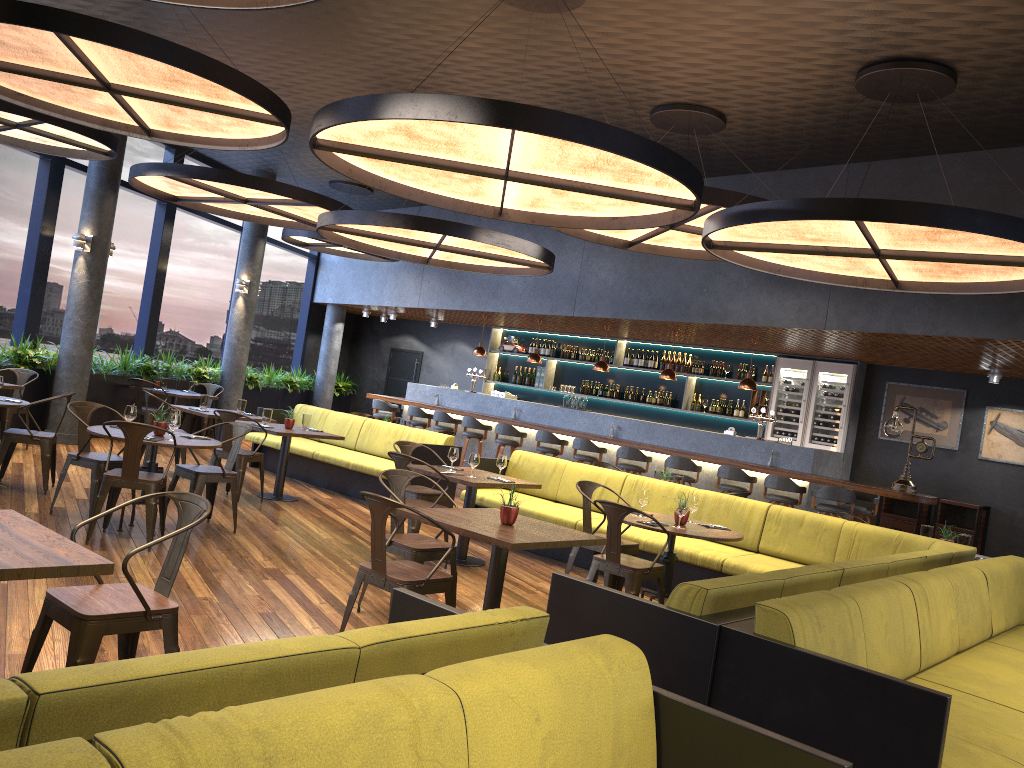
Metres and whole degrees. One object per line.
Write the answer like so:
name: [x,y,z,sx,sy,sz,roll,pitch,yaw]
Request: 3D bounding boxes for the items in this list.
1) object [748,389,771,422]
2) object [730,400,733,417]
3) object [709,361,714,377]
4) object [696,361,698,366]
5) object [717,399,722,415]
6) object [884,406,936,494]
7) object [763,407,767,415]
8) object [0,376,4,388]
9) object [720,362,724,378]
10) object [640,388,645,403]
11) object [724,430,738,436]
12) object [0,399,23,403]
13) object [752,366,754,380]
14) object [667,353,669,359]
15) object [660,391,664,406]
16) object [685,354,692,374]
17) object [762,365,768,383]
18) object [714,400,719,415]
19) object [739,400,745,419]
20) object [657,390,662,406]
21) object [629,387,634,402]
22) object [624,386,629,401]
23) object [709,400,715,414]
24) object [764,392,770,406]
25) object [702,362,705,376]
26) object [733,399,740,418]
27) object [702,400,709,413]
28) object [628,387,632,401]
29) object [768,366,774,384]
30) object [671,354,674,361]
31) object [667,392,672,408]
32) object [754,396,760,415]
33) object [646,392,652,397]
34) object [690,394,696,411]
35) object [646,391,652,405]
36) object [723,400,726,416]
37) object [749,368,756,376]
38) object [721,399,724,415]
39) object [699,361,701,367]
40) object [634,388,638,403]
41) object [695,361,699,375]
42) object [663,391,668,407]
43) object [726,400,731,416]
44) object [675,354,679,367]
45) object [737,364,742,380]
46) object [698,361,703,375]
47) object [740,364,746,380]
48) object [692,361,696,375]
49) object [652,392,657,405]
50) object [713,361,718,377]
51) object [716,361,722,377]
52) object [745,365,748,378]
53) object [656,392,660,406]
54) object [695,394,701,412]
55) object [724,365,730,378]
object: [3.786,0.325,13.453,0.300,0.475,0.161,9,0,40]
object: [3.417,0.383,13.853,0.063,0.254,0.063,9,0,-42]
object: [3.160,-0.242,13.987,0.063,0.254,0.063,9,0,38]
object: [2.960,-0.257,14.253,0.056,0.227,0.056,8,0,42]
object: [3.244,0.356,13.821,0.063,0.254,0.063,8,0,43]
object: [4.399,0.725,9.867,0.566,0.944,0.263,9,0,33]
object: [3.824,0.455,13.406,0.097,0.206,0.097,9,0,-9]
object: [-4.658,0.029,8.021,0.097,0.206,0.097,9,0,-45]
object: [3.316,-0.218,13.986,0.063,0.254,0.063,9,0,28]
object: [2.199,0.201,14.916,0.063,0.254,0.063,9,0,-2]
object: [3.392,0.980,13.751,0.310,0.492,0.204,9,0,41]
object: [-4.525,0.144,7.931,0.255,0.019,0.157,9,0,-18]
object: [3.715,-0.157,13.707,0.063,0.254,0.063,9,0,-42]
object: [2.576,-0.368,14.637,0.084,0.330,0.084,9,0,-43]
object: [2.480,0.242,14.609,0.063,0.254,0.063,9,0,-22]
object: [2.881,-0.322,14.415,0.084,0.330,0.084,9,0,-43]
object: [3.863,-0.149,13.490,0.079,0.281,0.079,9,0,-41]
object: [3.230,0.370,13.997,0.088,0.224,0.088,9,0,35]
object: [3.560,0.389,13.675,0.079,0.281,0.079,9,0,34]
object: [2.419,0.232,14.535,0.063,0.254,0.063,9,0,33]
object: [2.014,0.172,14.921,0.063,0.254,0.063,9,0,-12]
object: [1.939,0.160,14.987,0.063,0.254,0.063,9,0,13]
object: [3.148,0.357,13.923,0.088,0.224,0.088,9,0,10]
object: [3.860,0.224,13.408,0.097,0.206,0.097,9,0,-9]
object: [3.051,-0.244,14.174,0.056,0.227,0.056,8,0,42]
object: [3.490,0.379,13.736,0.079,0.281,0.079,9,0,14]
object: [3.056,0.352,14.035,0.097,0.206,0.097,9,0,9]
object: [2.011,0.172,15.069,0.063,0.254,0.063,9,0,28]
object: [3.935,-0.138,13.429,0.079,0.281,0.079,9,0,9]
object: [2.646,-0.358,14.573,0.084,0.330,0.084,9,0,-43]
object: [2.594,0.259,14.556,0.063,0.254,0.063,9,0,13]
object: [3.727,0.362,13.500,0.091,0.369,0.092,9,0,10]
object: [2.297,0.239,14.862,0.097,0.206,0.097,9,0,-18]
object: [2.918,0.294,14.232,0.079,0.281,0.079,8,0,44]
object: [2.285,0.228,14.728,0.088,0.224,0.088,9,0,10]
object: [3.338,0.372,13.955,0.063,0.254,0.063,9,0,3]
object: [3.674,-0.141,13.577,0.097,0.206,0.097,9,0,9]
object: [3.291,0.364,13.886,0.063,0.254,0.063,9,0,-22]
object: [3.004,-0.251,14.215,0.056,0.227,0.056,9,0,2]
object: [2.105,0.186,14.988,0.063,0.254,0.063,9,0,13]
object: [2.966,-0.257,14.168,0.056,0.227,0.056,9,0,17]
object: [2.518,0.247,14.480,0.063,0.254,0.063,9,0,-42]
object: [3.370,0.375,13.784,0.063,0.254,0.063,9,0,3]
object: [2.718,-0.347,14.513,0.084,0.330,0.084,9,0,-43]
object: [3.526,-0.187,13.733,0.063,0.254,0.063,9,0,-7]
object: [3.012,-0.250,14.128,0.056,0.227,0.056,9,0,27]
object: [3.558,-0.182,13.626,0.063,0.254,0.063,9,0,-22]
object: [2.920,-0.264,14.207,0.056,0.227,0.056,9,0,2]
object: [2.365,0.240,14.659,0.088,0.224,0.088,9,0,-35]
object: [3.228,-0.231,14.060,0.063,0.254,0.063,9,0,3]
object: [3.256,-0.227,13.914,0.063,0.254,0.063,9,0,13]
object: [3.612,-0.173,13.712,0.063,0.254,0.063,9,0,3]
object: [2.439,0.252,14.744,0.088,0.224,0.088,9,0,35]
object: [2.988,0.305,14.171,0.079,0.281,0.079,9,0,19]
object: [3.349,-0.190,13.837,0.097,0.206,0.097,9,0,9]
